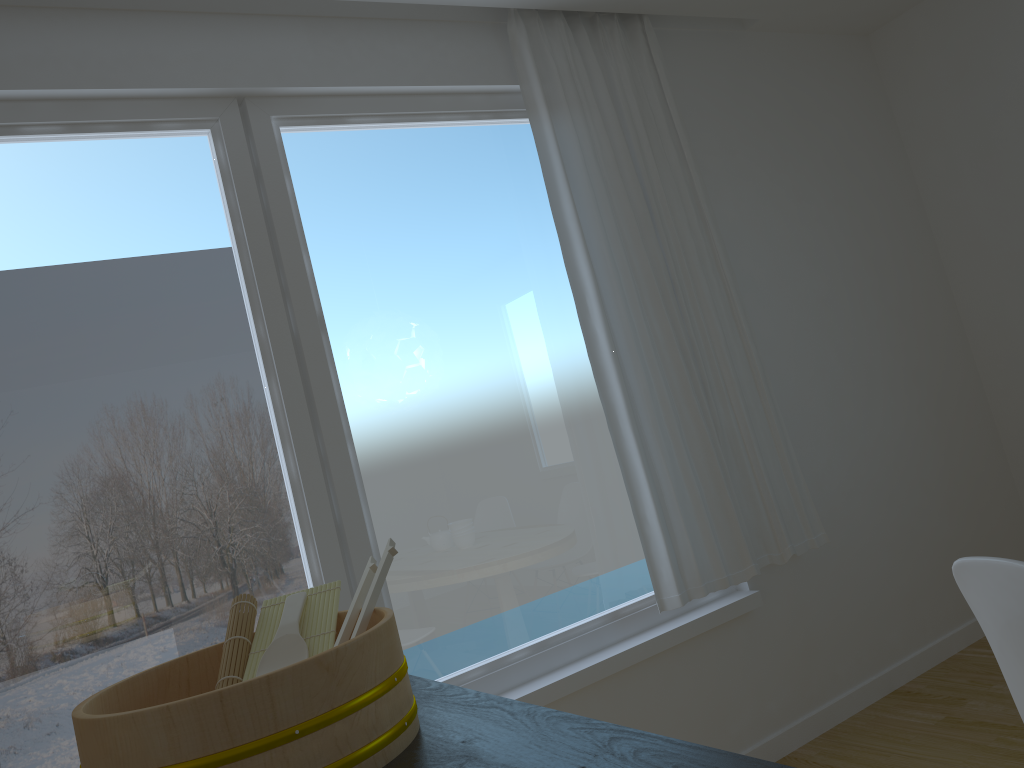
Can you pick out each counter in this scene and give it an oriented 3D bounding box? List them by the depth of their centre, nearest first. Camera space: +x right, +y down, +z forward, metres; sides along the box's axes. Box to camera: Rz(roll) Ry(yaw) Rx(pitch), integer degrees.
[{"bbox_3d":[0.152,0.311,0.233,0.604,0.040,2.373,-12,-4,-31],"label":"counter"}]

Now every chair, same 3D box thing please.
[{"bbox_3d":[1.089,0.637,1.328,0.524,0.908,0.426,-13,-7,-11],"label":"chair"}]

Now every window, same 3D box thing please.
[{"bbox_3d":[-0.601,0.068,2.594,2.741,1.932,0.087,-12,-8,-31],"label":"window"}]

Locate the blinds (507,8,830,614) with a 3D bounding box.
[{"bbox_3d":[0.549,-0.388,3.144,0.799,2.175,0.148,-11,-8,-31],"label":"blinds"}]

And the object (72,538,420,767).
[{"bbox_3d":[-0.320,0.361,1.092,0.379,0.216,0.427,-14,-4,-3],"label":"object"}]
